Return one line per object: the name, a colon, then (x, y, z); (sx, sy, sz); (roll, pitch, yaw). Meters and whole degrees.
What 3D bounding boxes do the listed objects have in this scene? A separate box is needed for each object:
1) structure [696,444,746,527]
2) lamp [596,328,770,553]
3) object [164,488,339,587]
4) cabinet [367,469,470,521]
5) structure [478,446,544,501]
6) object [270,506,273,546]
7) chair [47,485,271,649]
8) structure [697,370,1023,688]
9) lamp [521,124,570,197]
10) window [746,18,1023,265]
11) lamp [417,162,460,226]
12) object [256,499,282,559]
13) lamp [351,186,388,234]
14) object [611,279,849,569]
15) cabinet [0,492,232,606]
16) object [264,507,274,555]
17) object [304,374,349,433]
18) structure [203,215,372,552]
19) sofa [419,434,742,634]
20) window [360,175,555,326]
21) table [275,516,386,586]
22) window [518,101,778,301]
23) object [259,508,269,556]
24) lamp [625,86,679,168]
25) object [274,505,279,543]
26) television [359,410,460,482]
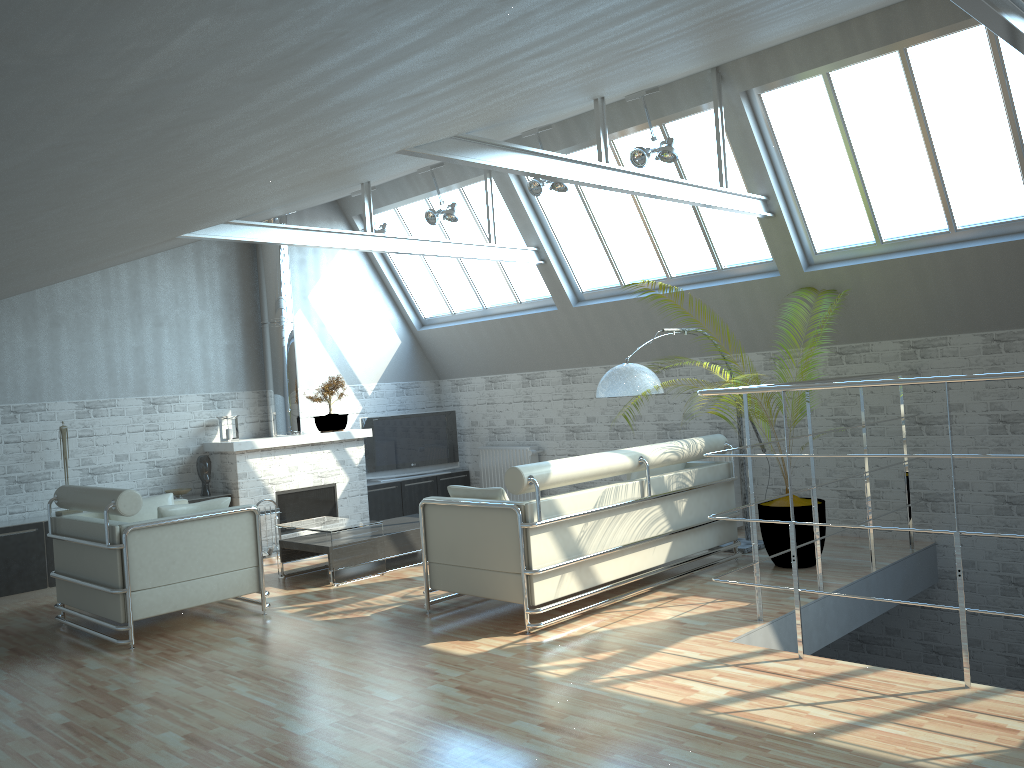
structure: (3.639, 1.941, 17.077); (1.892, 1.524, 0.508); (-4, 0, 45)
lamp: (3.230, 0.933, 14.508); (4.621, 3.709, 1.015); (-4, 0, -39)
object: (-4.484, 2.072, 15.922); (4.859, 2.558, 1.528); (-4, 0, 44)
cabinet: (-2.471, 2.732, 21.134); (0.908, 1.016, 3.234); (-4, 0, 45)
structure: (-0.004, 2.219, 20.686); (1.892, 1.524, 0.508); (-4, 0, 45)
object: (-4.722, 2.829, 17.426); (0.025, 0.855, 0.025); (-4, 0, -23)
chair: (-5.110, 2.377, 12.757); (2.507, 2.001, 2.201); (-4, 0, 45)
structure: (6.249, 1.168, 10.183); (5.366, 2.781, 6.483); (-4, 0, 45)
lamp: (0.528, -3.872, 15.317); (0.618, 1.172, 0.808); (-4, 0, -41)
window: (6.002, -3.475, 12.739); (4.651, 2.787, 1.897); (-4, 0, 45)
lamp: (-1.477, -3.719, 17.303); (0.619, 1.172, 0.808); (-4, 0, -41)
object: (-4.815, 2.820, 17.453); (0.412, 1.124, 0.584); (-4, 0, 45)
lamp: (-3.045, -3.599, 18.856); (0.619, 1.172, 0.808); (-4, 0, -41)
object: (3.317, 0.590, 13.484); (3.777, 4.386, 5.015); (-4, 0, 20)
cabinet: (-7.394, 2.924, 16.132); (0.914, 1.270, 4.572); (-4, 0, 45)
object: (-4.747, 2.869, 17.317); (0.145, 0.932, 0.065); (-4, 0, 26)
object: (-4.037, 0.415, 19.269); (1.115, 1.265, 0.572); (-4, 0, -42)
structure: (-4.790, -0.204, 18.788); (1.309, 7.180, 3.302); (-4, 0, 45)
sofa: (1.159, 1.937, 13.005); (2.199, 1.999, 4.866); (-4, 0, 45)
window: (-1.205, -2.925, 19.879); (4.651, 2.787, 1.897); (-4, 0, 45)
table: (-3.092, 2.794, 15.039); (1.726, 0.867, 1.015); (-4, 0, 45)
window: (2.398, -3.200, 16.309); (4.651, 2.787, 1.897); (-4, 0, 45)
object: (-4.845, 2.867, 17.212); (0.146, 0.916, 0.131); (-4, 0, 45)
lamp: (2.109, -3.993, 13.751); (0.619, 1.172, 0.808); (-4, 0, -41)
object: (-4.641, 2.832, 17.507); (0.026, 0.873, 0.155); (-4, 0, -44)
television: (-2.451, 1.462, 21.160); (2.577, 1.514, 0.592); (-4, 0, -35)
